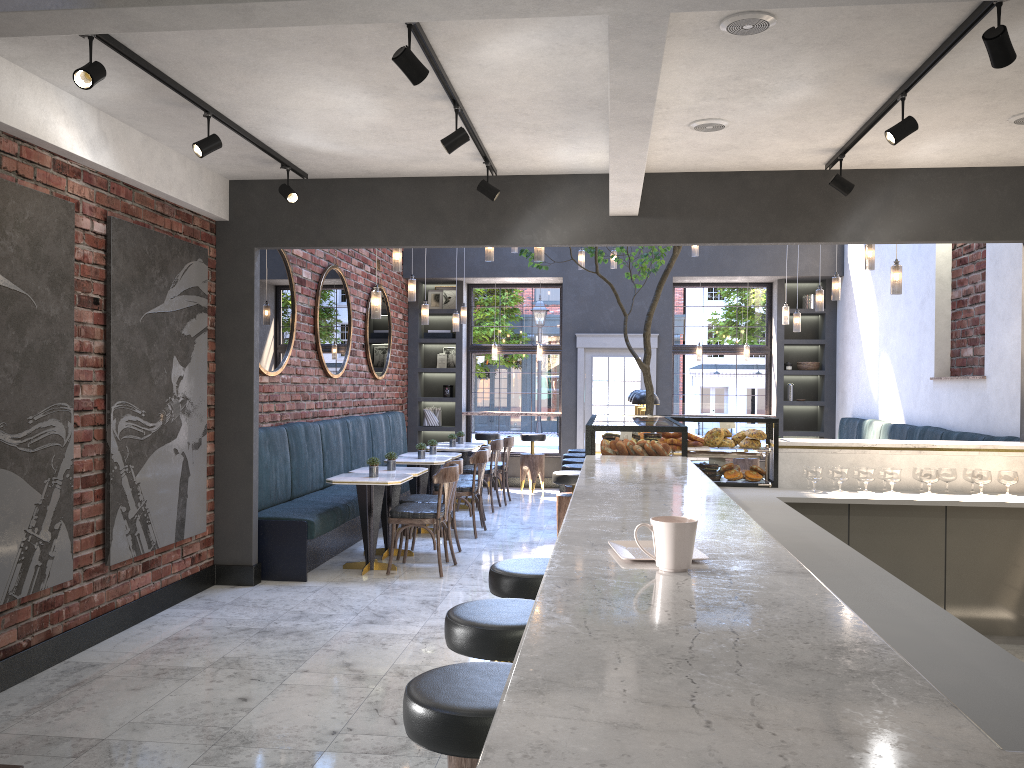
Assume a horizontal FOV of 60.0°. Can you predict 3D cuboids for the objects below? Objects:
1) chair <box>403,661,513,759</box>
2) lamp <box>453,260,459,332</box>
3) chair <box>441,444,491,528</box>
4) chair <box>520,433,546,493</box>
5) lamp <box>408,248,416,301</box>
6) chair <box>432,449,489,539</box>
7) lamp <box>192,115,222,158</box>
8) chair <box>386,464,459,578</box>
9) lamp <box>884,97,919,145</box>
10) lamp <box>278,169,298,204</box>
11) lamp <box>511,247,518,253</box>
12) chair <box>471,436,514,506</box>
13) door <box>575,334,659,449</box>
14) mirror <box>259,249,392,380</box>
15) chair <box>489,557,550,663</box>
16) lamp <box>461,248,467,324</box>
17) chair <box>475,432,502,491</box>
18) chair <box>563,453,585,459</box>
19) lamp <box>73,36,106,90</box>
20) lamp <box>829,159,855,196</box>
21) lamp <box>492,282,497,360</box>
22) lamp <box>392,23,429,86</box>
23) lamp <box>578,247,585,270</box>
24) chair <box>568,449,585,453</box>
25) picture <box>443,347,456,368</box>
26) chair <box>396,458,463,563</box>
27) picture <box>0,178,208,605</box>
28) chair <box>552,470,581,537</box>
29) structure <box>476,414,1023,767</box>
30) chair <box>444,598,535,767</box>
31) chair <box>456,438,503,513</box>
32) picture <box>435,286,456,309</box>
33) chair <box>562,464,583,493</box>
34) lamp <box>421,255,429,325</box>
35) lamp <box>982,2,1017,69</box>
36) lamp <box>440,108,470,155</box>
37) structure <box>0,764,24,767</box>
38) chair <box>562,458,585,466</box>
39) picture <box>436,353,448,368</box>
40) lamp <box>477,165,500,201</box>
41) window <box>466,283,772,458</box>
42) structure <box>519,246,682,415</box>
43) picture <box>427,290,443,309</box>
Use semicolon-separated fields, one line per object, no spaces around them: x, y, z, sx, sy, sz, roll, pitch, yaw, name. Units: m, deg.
-0.063;1.090;2.015;0.370;0.821;0.372;0;0;-40;chair
-0.661;-2.688;10.717;0.078;4.105;0.078;0;0;-9;lamp
-0.494;1.084;9.556;0.521;0.851;0.538;0;0;0;chair
0.293;1.115;12.571;0.372;0.821;0.370;0;0;-31;chair
-0.990;-2.888;8.917;0.078;4.105;0.078;1;0;14;lamp
-0.500;1.083;8.921;0.521;0.851;0.538;1;0;8;chair
-1.655;-1.340;4.816;0.157;0.238;0.087;0;0;-45;lamp
-0.697;1.077;7.152;0.521;0.851;0.538;1;0;8;chair
1.942;-1.309;4.421;0.157;0.235;0.087;0;0;0;lamp
-1.513;-1.335;6.005;0.087;0.235;0.157;0;0;-43;lamp
0.047;-3.566;10.197;0.078;4.105;0.078;0;0;-9;lamp
-0.238;1.090;11.266;0.521;0.851;0.497;1;0;5;chair
1.430;0.424;12.178;1.132;2.219;0.152;1;0;6;door
-1.863;-0.814;9.357;0.036;1.510;4.773;1;0;6;mirror
0.093;1.094;3.348;0.372;0.821;0.370;0;0;-31;chair
-0.597;-2.820;11.286;0.078;4.105;0.078;0;0;-9;lamp
-0.347;1.109;12.665;0.370;0.821;0.372;0;0;-31;chair
0.752;1.155;9.947;0.370;0.737;0.372;0;0;-3;chair
-1.772;-1.342;3.722;0.087;0.235;0.157;0;0;0;lamp
2.086;-1.305;5.608;0.157;0.235;0.087;0;0;0;lamp
-0.248;-1.063;12.884;0.078;1.429;0.078;1;1;36;lamp
-0.409;-1.332;3.580;0.157;0.238;0.087;0;0;-45;lamp
0.841;-3.410;10.491;0.078;4.105;0.078;0;0;-9;lamp
0.850;1.158;10.651;0.370;0.737;0.372;0;0;-40;chair
-0.907;-0.389;13.153;0.247;0.326;0.044;1;0;6;picture
-0.693;1.079;7.733;0.521;0.851;0.538;1;0;8;chair
-2.357;0.041;4.959;0.033;2.027;2.821;1;0;6;picture
0.541;1.149;7.862;0.370;0.737;0.372;0;0;-40;chair
1.838;0.869;3.224;3.205;1.300;5.805;0;0;6;structure
-0.020;1.092;2.671;0.370;0.821;0.372;1;0;16;chair
-0.370;1.088;10.698;0.521;0.851;0.538;1;0;8;chair
-0.967;-1.264;13.145;0.361;0.369;0.055;1;0;6;picture
0.662;1.152;8.556;0.372;0.737;0.370;1;0;34;chair
-0.921;-2.693;9.558;0.078;4.105;0.078;1;0;14;lamp
1.832;-1.312;3.331;0.157;0.235;0.087;0;0;-45;lamp
-0.299;-1.329;4.670;0.157;0.238;0.087;0;0;0;lamp
-2.269;-0.123;1.476;1.000;2.845;3.030;1;0;6;structure
0.706;1.153;9.255;0.370;0.737;0.372;0;0;-40;chair
-1.038;-0.340;13.142;0.161;0.227;0.049;1;0;7;picture
-0.155;-1.325;5.857;0.157;0.238;0.087;0;0;0;lamp
0.843;-1.613;6.821;6.405;5.365;12.709;1;0;6;window
1.273;-1.466;8.139;2.806;5.989;3.744;0;0;-40;structure
-1.135;-1.241;13.129;0.230;0.313;0.061;1;0;6;picture
